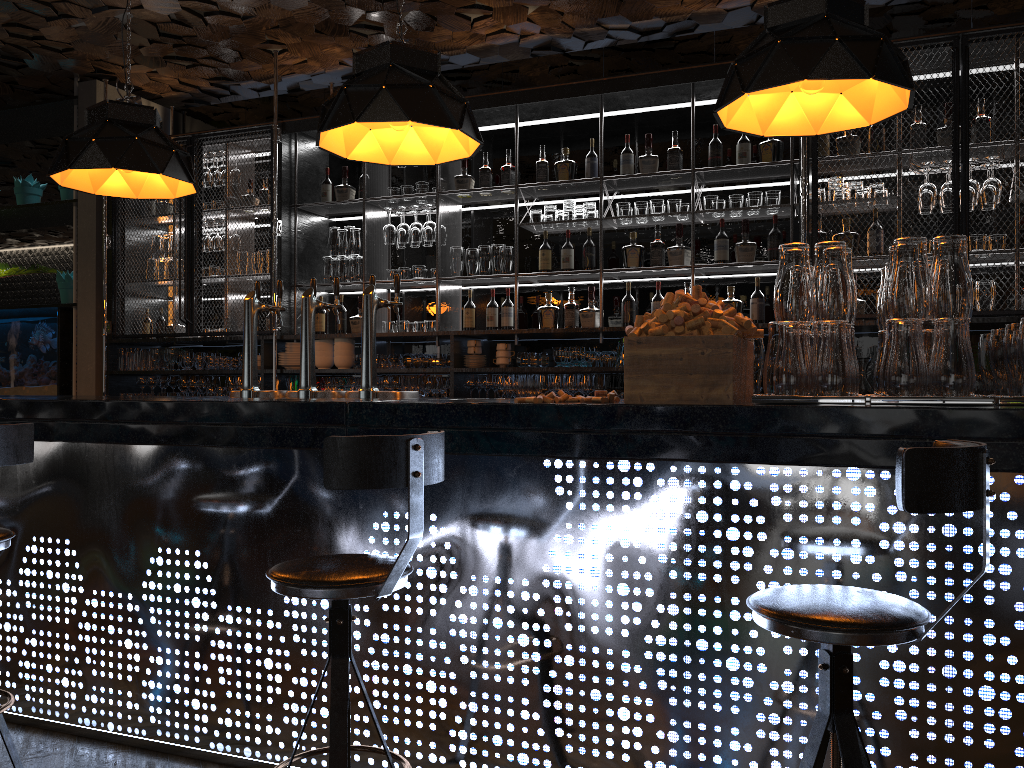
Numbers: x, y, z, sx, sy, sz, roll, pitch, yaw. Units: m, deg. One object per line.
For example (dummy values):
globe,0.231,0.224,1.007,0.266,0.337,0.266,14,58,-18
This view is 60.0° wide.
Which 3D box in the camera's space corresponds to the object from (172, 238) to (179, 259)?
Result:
object,-2.671,-1.075,7.025,0.092,0.182,0.092,0,0,17

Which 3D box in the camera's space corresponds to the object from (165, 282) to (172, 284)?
object,-2.715,-0.893,7.051,0.092,0.182,0.092,0,0,17

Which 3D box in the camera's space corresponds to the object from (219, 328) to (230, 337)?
object,-2.170,-0.378,6.698,0.077,0.080,0.077,0,0,10

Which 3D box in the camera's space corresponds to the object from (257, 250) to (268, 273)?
object,-1.842,-0.894,6.574,0.092,0.182,0.092,0,0,17

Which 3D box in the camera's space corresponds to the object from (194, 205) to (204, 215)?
object,-2.407,-1.339,6.836,0.077,0.080,0.077,0,0,12

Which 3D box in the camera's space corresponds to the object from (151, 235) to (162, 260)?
object,-2.794,-1.076,6.980,0.092,0.182,0.092,0,0,17

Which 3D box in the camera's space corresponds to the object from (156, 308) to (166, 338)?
object,-2.748,-0.469,6.944,0.075,0.260,0.075,0,0,-34

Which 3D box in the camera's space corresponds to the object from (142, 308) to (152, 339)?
object,-2.893,-0.468,7.031,0.075,0.261,0.075,0,0,-19

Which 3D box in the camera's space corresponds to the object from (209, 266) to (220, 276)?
object,-2.235,-0.843,6.669,0.077,0.080,0.077,0,0,17

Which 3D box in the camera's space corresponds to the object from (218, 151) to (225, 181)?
object,-2.166,-1.637,6.656,0.081,0.213,0.081,0,0,27

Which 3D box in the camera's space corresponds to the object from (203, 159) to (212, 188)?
object,-2.366,-1.636,6.891,0.081,0.213,0.081,0,0,27

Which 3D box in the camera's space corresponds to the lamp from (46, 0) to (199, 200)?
lamp,-1.654,-1.635,3.809,0.582,1.564,0.607,0,0,22

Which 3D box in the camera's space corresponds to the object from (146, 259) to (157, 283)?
object,-2.841,-0.893,6.998,0.092,0.182,0.092,0,0,17

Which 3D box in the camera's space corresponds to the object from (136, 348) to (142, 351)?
object,-2.909,-0.189,6.897,0.067,0.174,0.067,0,0,-43

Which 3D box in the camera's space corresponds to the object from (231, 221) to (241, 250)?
object,-2.114,-1.135,6.787,0.081,0.213,0.081,0,0,27

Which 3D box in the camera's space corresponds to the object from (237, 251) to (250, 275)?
object,-2.005,-0.894,6.614,0.092,0.182,0.092,0,0,17

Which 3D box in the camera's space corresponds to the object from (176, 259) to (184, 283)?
object,-2.630,-0.893,7.007,0.092,0.182,0.092,0,0,17

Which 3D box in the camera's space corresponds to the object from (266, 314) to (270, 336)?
object,-1.796,-0.469,6.616,0.075,0.260,0.075,0,0,-19

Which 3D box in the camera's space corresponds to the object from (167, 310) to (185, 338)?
object,-2.617,-0.460,6.902,0.108,0.244,0.108,0,0,35

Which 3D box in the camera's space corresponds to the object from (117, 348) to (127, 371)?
object,-3.009,-0.190,6.842,0.067,0.174,0.067,0,0,30

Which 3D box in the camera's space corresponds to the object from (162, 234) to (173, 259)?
object,-2.697,-1.076,6.950,0.092,0.182,0.092,0,0,17

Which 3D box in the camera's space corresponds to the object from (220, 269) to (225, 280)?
object,-2.238,-0.842,6.833,0.077,0.080,0.077,0,0,-14

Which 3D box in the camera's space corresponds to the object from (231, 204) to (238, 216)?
object,-2.132,-1.339,6.829,0.077,0.080,0.077,0,0,-33

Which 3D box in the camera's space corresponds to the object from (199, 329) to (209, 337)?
object,-2.338,-0.378,6.732,0.077,0.080,0.077,0,0,7

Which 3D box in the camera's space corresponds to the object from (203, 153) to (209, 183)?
object,-2.331,-1.637,6.722,0.081,0.213,0.081,0,0,27

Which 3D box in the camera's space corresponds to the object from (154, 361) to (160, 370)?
object,-2.784,-0.178,6.938,0.058,0.152,0.051,0,0,-42

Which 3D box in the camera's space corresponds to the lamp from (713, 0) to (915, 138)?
lamp,0.938,-1.635,2.775,0.582,1.564,0.607,0,0,22

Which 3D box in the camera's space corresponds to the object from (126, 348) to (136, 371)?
object,-2.931,-0.190,6.823,0.067,0.174,0.067,0,0,-29

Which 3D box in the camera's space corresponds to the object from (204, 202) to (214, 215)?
object,-2.317,-1.339,6.778,0.077,0.080,0.077,0,0,-33

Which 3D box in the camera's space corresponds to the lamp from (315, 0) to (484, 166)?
lamp,-0.403,-1.636,3.182,0.582,1.564,0.607,0,0,22

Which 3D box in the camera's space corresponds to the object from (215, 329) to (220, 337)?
object,-2.235,-0.378,6.783,0.077,0.080,0.077,0,0,-13

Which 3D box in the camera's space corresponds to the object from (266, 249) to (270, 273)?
object,-1.761,-0.894,6.520,0.092,0.182,0.092,0,0,17

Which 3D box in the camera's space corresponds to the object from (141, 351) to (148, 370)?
object,-2.835,-0.178,6.829,0.058,0.152,0.051,0,0,26

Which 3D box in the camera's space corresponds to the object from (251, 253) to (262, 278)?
object,-1.917,-0.894,6.687,0.092,0.182,0.092,0,0,17

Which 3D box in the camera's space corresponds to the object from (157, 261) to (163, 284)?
object,-2.812,-0.893,7.097,0.092,0.182,0.092,0,0,17

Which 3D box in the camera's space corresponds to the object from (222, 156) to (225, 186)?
object,-2.197,-1.636,6.823,0.081,0.213,0.081,0,0,27

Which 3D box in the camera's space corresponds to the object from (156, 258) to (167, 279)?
object,-2.745,-0.894,6.960,0.092,0.182,0.092,0,0,17

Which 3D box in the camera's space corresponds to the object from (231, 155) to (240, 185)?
object,-2.113,-1.636,6.790,0.081,0.213,0.081,0,0,27

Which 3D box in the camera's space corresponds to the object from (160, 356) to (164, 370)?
object,-2.777,-0.177,6.998,0.058,0.152,0.051,0,0,-44

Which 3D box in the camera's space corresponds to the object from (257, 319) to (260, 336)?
object,-1.932,-0.468,6.647,0.075,0.261,0.075,0,0,-19

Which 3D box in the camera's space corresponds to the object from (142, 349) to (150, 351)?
object,-2.878,-0.189,6.982,0.067,0.174,0.067,0,0,-18

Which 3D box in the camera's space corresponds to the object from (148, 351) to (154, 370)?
object,-2.809,-0.178,6.884,0.058,0.152,0.051,0,0,-17

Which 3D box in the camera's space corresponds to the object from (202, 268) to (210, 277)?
object,-2.331,-0.843,6.765,0.077,0.080,0.077,0,0,0

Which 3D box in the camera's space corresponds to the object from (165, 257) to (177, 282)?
object,-2.655,-0.894,6.913,0.092,0.182,0.092,0,0,17

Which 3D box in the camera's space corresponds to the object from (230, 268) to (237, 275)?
object,-2.139,-0.842,6.801,0.077,0.080,0.077,0,0,17

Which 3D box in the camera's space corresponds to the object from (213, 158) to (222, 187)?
object,-2.277,-1.636,6.855,0.081,0.213,0.081,0,0,27

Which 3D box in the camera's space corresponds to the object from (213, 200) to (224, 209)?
object,-2.217,-1.340,6.690,0.077,0.080,0.077,0,0,-33

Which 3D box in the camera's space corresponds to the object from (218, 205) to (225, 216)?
object,-2.237,-1.339,6.861,0.077,0.080,0.077,0,0,-13

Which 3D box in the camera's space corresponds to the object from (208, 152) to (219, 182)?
object,-2.250,-1.637,6.690,0.081,0.213,0.081,0,0,27

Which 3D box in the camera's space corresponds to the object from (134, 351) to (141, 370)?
object,-2.861,-0.179,6.775,0.051,0.152,0.058,0,0,27

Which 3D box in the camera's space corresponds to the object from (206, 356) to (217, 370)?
object,-2.200,-0.152,6.504,0.078,0.103,0.078,0,0,-25

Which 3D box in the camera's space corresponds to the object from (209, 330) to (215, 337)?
object,-2.313,-0.377,6.894,0.077,0.080,0.077,0,0,-29
